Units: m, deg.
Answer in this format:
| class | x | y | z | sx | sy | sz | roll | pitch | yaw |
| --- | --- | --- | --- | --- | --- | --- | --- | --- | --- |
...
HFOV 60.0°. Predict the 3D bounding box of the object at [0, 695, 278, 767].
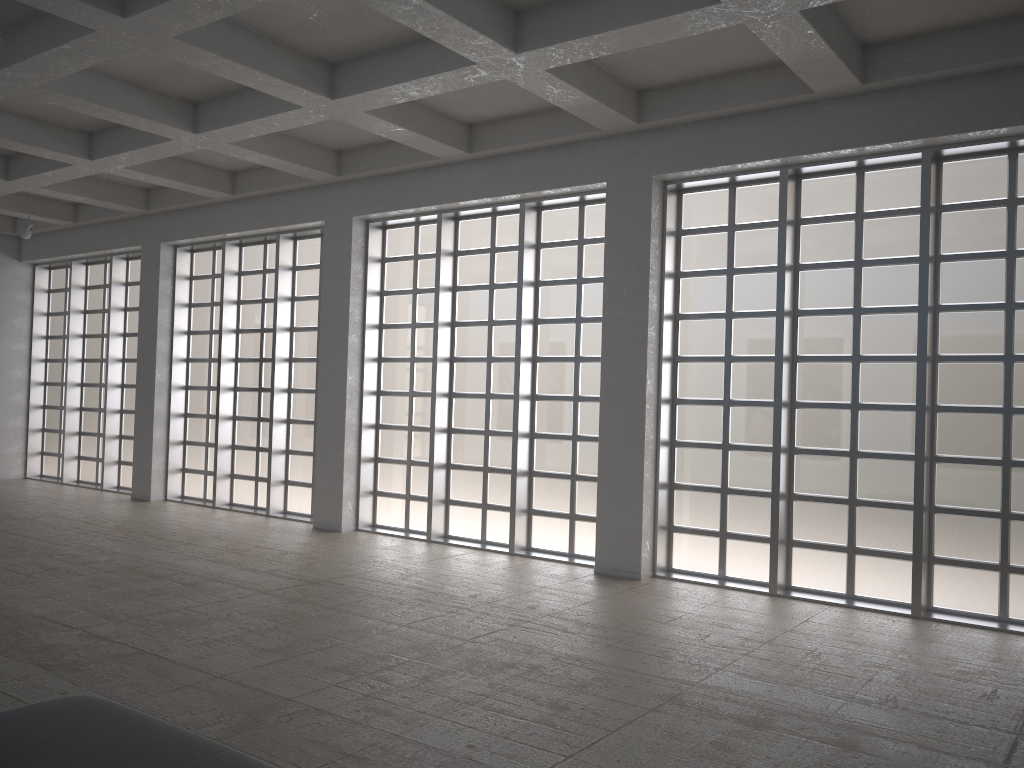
| class | x | y | z | sx | sy | sz | roll | pitch | yaw |
| --- | --- | --- | --- | --- | --- | --- | --- | --- | --- |
| object | -2.774 | 2.938 | 6.050 | 3.044 | 0.828 | 1.616 | 1 | -1 | 36 |
